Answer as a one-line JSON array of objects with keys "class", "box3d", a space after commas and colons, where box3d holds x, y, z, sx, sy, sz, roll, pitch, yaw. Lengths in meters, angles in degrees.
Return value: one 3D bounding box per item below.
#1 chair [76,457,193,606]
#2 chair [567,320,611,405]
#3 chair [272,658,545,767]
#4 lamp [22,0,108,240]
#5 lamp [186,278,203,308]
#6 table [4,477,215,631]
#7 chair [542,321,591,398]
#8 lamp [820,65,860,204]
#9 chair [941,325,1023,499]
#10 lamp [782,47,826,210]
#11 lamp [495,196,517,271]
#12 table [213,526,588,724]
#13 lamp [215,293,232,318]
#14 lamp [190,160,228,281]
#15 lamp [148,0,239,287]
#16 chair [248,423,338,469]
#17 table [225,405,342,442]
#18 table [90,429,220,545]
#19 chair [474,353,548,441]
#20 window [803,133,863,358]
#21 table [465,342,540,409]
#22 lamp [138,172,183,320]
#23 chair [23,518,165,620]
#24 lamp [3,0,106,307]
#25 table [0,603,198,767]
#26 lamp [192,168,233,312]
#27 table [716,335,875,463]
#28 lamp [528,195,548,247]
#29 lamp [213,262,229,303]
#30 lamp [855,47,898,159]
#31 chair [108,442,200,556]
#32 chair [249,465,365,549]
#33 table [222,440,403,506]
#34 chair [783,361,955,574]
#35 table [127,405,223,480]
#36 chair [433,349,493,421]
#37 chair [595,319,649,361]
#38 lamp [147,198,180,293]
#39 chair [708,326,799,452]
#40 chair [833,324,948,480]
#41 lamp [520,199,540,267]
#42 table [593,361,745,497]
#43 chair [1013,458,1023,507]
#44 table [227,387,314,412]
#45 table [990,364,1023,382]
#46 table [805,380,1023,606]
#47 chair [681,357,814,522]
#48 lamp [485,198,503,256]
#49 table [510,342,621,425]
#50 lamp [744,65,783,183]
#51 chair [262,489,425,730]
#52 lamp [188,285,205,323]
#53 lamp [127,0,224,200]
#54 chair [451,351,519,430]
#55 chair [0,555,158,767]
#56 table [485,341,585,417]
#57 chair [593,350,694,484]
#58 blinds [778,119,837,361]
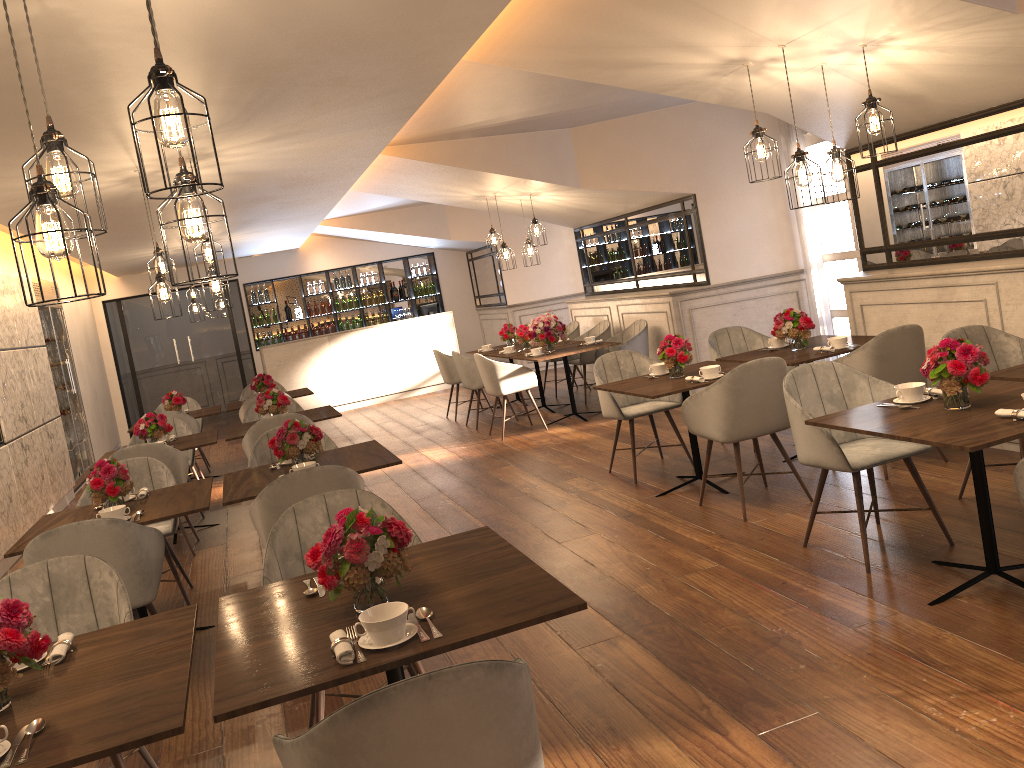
[{"class": "chair", "box3d": [-2.208, 0.903, 5.215, 0.567, 0.869, 0.527, -12, 5, -17]}, {"class": "chair", "box3d": [0.916, -0.259, 10.170, 0.528, 0.869, 0.565, -12, 5, -17]}, {"class": "chair", "box3d": [-0.170, 0.936, 1.869, 0.567, 0.869, 0.527, -12, 5, -17]}, {"class": "lamp", "box3d": [-1.414, -1.427, 2.420, 0.175, 2.063, 0.175, -11, 4, -15]}, {"class": "lamp", "box3d": [-4.283, -2.009, 11.421, 0.175, 2.063, 0.175, -11, 4, -15]}, {"class": "table", "box3d": [-1.956, 1.009, 4.591, 0.899, 0.718, 0.897, -12, 6, -17]}, {"class": "chair", "box3d": [0.631, -0.315, 11.065, 0.528, 0.869, 0.565, -12, 5, -17]}, {"class": "lamp", "box3d": [1.637, -2.019, 4.806, 0.175, 2.063, 0.175, -11, 4, -15]}, {"class": "chair", "box3d": [2.517, 0.142, 4.431, 0.567, 0.869, 0.527, -12, 5, -17]}, {"class": "lamp", "box3d": [1.371, -1.944, 4.589, 0.175, 2.063, 0.175, -11, 4, -15]}, {"class": "lamp", "box3d": [-0.222, -2.258, 9.594, 0.175, 2.063, 0.175, -11, 4, -15]}, {"class": "table", "box3d": [-0.305, 0.960, 2.515, 0.899, 0.718, 0.897, -12, 6, -17]}, {"class": "lamp", "box3d": [-3.883, -1.875, 11.337, 0.175, 2.063, 0.175, -11, 4, -15]}, {"class": "lamp", "box3d": [-2.099, -1.688, 5.625, 0.175, 2.063, 0.175, -11, 4, -15]}, {"class": "lamp", "box3d": [-1.014, -1.292, 2.336, 0.175, 2.063, 0.175, -11, 4, -15]}, {"class": "chair", "box3d": [-1.310, 0.706, 5.500, 0.567, 0.869, 0.527, -12, 5, -17]}, {"class": "table", "box3d": [-1.839, 0.658, 7.333, 0.899, 0.718, 0.897, -12, 6, -17]}, {"class": "table", "box3d": [-2.737, 0.855, 7.048, 0.899, 0.718, 0.897, -12, 6, -17]}, {"class": "chair", "box3d": [-0.037, 0.071, 8.863, 0.528, 0.869, 0.565, -12, 5, -17]}, {"class": "window", "box3d": [3.759, -1.163, 6.978, 0.496, 2.379, 14.531, -12, 7, -21]}, {"class": "table", "box3d": [0.023, -0.108, 10.894, 0.899, 0.718, 0.897, -12, 6, -17]}, {"class": "lamp", "box3d": [-2.430, -1.444, 5.733, 0.175, 2.063, 0.175, -11, 4, -15]}, {"class": "chair", "box3d": [-1.820, 0.985, 3.945, 0.567, 0.869, 0.527, -12, 5, -17]}, {"class": "lamp", "box3d": [-1.280, -1.218, 2.119, 0.175, 2.063, 0.175, -11, 4, -15]}, {"class": "table", "box3d": [-1.203, 1.157, 2.230, 0.899, 0.718, 0.897, -12, 6, -17]}, {"class": "lamp", "box3d": [-2.164, -1.519, 5.950, 0.175, 2.063, 0.175, -11, 4, -15]}, {"class": "table", "box3d": [2.065, 0.109, 6.021, 0.899, 0.718, 0.897, -12, 6, -17]}, {"class": "lamp", "box3d": [0.109, -2.502, 9.486, 0.175, 2.063, 0.175, -11, 4, -15]}, {"class": "lamp", "box3d": [-3.818, -2.044, 11.012, 0.175, 2.063, 0.175, -11, 4, -15]}, {"class": "lamp", "box3d": [1.702, -2.188, 4.482, 0.175, 2.063, 0.175, -11, 4, -15]}, {"class": "chair", "box3d": [-2.602, 0.831, 6.401, 0.567, 0.869, 0.527, -12, 5, -17]}, {"class": "chair", "box3d": [-0.921, 0.788, 4.230, 0.567, 0.869, 0.527, -12, 5, -17]}, {"class": "table", "box3d": [-1.058, 0.812, 4.876, 0.899, 0.718, 0.897, -12, 6, -17]}, {"class": "chair", "box3d": [1.619, 0.339, 4.146, 0.567, 0.869, 0.527, -12, 5, -17]}, {"class": "table", "box3d": [-3.489, 0.707, 9.409, 0.899, 0.718, 0.897, -12, 6, -17]}, {"class": "chair", "box3d": [-0.607, -0.042, 10.653, 0.528, 0.869, 0.565, -12, 5, -17]}, {"class": "chair", "box3d": [1.201, -0.203, 9.275, 0.528, 0.869, 0.565, -12, 5, -17]}, {"class": "lamp", "box3d": [-2.564, -1.653, 6.034, 0.175, 2.063, 0.175, -11, 4, -15]}, {"class": "chair", "box3d": [1.812, 0.003, 6.645, 0.567, 0.869, 0.527, -12, 5, -17]}, {"class": "chair", "box3d": [2.244, 0.076, 5.389, 0.567, 0.869, 0.527, -12, 5, -17]}, {"class": "lamp", "box3d": [0.044, -2.332, 9.811, 0.175, 2.063, 0.175, -11, 4, -15]}, {"class": "table", "box3d": [1.167, 0.306, 5.737, 0.899, 0.718, 0.897, -12, 6, -17]}, {"class": "chair", "box3d": [2.051, 0.411, 2.890, 0.567, 0.869, 0.527, -12, 5, -17]}, {"class": "table", "box3d": [-2.591, 0.510, 9.694, 0.899, 0.718, 0.897, -12, 6, -17]}, {"class": "table", "box3d": [2.770, 0.248, 3.807, 0.899, 0.718, 0.897, -12, 6, -17]}, {"class": "table", "box3d": [1.872, 0.445, 3.522, 0.899, 0.718, 0.897, -12, 6, -17]}, {"class": "chair", "box3d": [1.346, 0.273, 5.104, 0.567, 0.869, 0.527, -12, 5, -17]}, {"class": "lamp", "box3d": [-0.356, -2.467, 9.895, 0.175, 2.063, 0.175, -11, 4, -15]}, {"class": "table", "box3d": [0.593, 0.005, 9.104, 0.899, 0.718, 0.897, -12, 6, -17]}, {"class": "lamp", "box3d": [1.237, -2.153, 4.891, 0.175, 2.063, 0.175, -11, 4, -15]}, {"class": "chair", "box3d": [-0.558, 0.854, 3.139, 0.567, 0.869, 0.527, -12, 5, -17]}, {"class": "lamp", "box3d": [-4.149, -1.800, 11.120, 0.175, 2.063, 0.175, -11, 4, -15]}, {"class": "lamp", "box3d": [-0.949, -1.462, 2.011, 0.175, 2.063, 0.175, -11, 4, -15]}, {"class": "chair", "box3d": [-0.322, 0.014, 9.758, 0.528, 0.869, 0.565, -12, 5, -17]}, {"class": "chair", "box3d": [-1.457, 1.051, 2.854, 0.567, 0.869, 0.527, -12, 5, -17]}, {"class": "table", "box3d": [0.308, -0.052, 9.999, 0.899, 0.718, 0.897, -12, 6, -17]}, {"class": "chair", "box3d": [0.914, 0.200, 6.360, 0.567, 0.869, 0.527, -12, 5, -17]}, {"class": "blinds", "box3d": [3.003, -1.315, 7.983, 0.134, 2.689, 1.381, -11, 4, -17]}]
